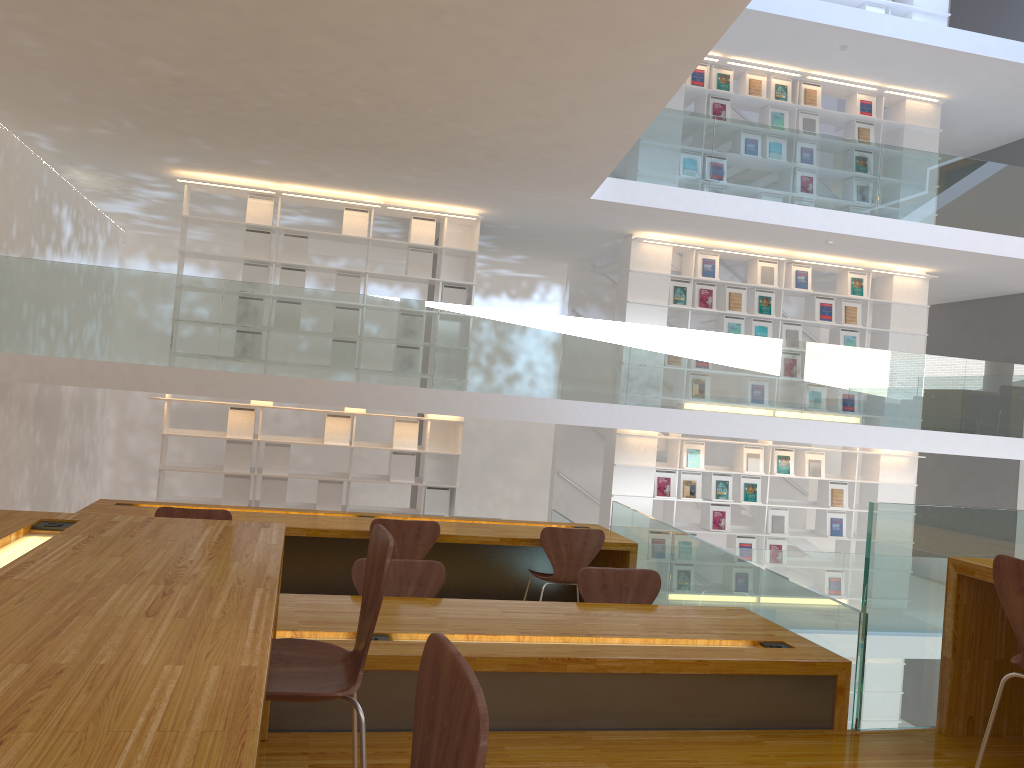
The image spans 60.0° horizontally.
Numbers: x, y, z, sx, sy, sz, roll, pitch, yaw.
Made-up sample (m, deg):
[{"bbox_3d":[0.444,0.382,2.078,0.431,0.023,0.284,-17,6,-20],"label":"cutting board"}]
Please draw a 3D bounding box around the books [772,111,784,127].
[{"bbox_3d":[2.945,-2.905,9.817,0.145,0.210,0.037,5,-1,-13],"label":"books"}]

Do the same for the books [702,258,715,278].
[{"bbox_3d":[2.135,-1.253,9.620,0.145,0.210,0.037,5,-1,-13],"label":"books"}]

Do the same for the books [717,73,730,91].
[{"bbox_3d":[2.306,-3.279,9.668,0.145,0.210,0.037,5,-1,-13],"label":"books"}]

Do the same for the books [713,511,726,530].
[{"bbox_3d":[2.252,1.488,9.640,0.145,0.210,0.037,5,-1,-13],"label":"books"}]

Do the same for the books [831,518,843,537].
[{"bbox_3d":[3.650,1.616,9.965,0.145,0.210,0.037,5,-1,-13],"label":"books"}]

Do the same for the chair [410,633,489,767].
[{"bbox_3d":[-0.259,0.663,0.991,0.381,0.693,0.428,5,-1,-13],"label":"chair"}]

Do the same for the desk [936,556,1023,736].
[{"bbox_3d":[2.591,0.868,1.723,1.527,0.785,3.243,5,-1,-13],"label":"desk"}]

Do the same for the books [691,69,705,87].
[{"bbox_3d":[2.013,-3.306,9.602,0.145,0.210,0.037,5,-1,-13],"label":"books"}]

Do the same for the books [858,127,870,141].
[{"bbox_3d":[3.998,-2.804,10.068,0.145,0.210,0.037,5,-1,-13],"label":"books"}]

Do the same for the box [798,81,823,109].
[{"bbox_3d":[3.333,-3.229,10.019,0.245,0.296,0.274,5,-1,-13],"label":"box"}]

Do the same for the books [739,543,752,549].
[{"bbox_3d":[2.557,1.851,9.710,0.145,0.210,0.037,5,-1,-13],"label":"books"}]

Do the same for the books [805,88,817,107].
[{"bbox_3d":[3.339,-3.192,9.914,0.145,0.210,0.037,5,-1,-13],"label":"books"}]

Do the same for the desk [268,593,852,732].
[{"bbox_3d":[-0.503,1.108,3.004,3.185,0.606,0.760,5,-1,-13],"label":"desk"}]

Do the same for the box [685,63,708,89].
[{"bbox_3d":[1.984,-3.344,9.702,0.245,0.296,0.274,5,-1,-13],"label":"box"}]

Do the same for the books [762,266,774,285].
[{"bbox_3d":[2.822,-1.191,9.781,0.145,0.210,0.037,5,-1,-13],"label":"books"}]

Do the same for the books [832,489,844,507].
[{"bbox_3d":[3.660,1.288,9.972,0.145,0.210,0.037,5,-1,-13],"label":"books"}]

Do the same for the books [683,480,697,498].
[{"bbox_3d":[1.920,1.147,9.572,0.145,0.210,0.037,5,-1,-13],"label":"books"}]

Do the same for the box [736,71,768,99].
[{"bbox_3d":[2.673,-3.287,9.864,0.245,0.296,0.274,5,-1,-13],"label":"box"}]

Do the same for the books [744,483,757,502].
[{"bbox_3d":[2.616,1.196,9.723,0.145,0.210,0.037,5,-1,-13],"label":"books"}]

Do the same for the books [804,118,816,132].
[{"bbox_3d":[3.324,-2.861,9.906,0.145,0.210,0.037,5,-1,-13],"label":"books"}]

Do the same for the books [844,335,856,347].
[{"bbox_3d":[3.820,-0.439,10.014,0.145,0.210,0.037,5,-1,-13],"label":"books"}]

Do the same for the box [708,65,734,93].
[{"bbox_3d":[2.282,-3.321,9.772,0.245,0.296,0.274,5,-1,-13],"label":"box"}]

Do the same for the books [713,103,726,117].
[{"bbox_3d":[2.260,-2.953,9.659,0.145,0.210,0.037,5,-1,-13],"label":"books"}]

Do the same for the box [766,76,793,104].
[{"bbox_3d":[2.971,-3.260,9.934,0.245,0.296,0.274,5,-1,-13],"label":"box"}]

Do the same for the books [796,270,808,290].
[{"bbox_3d":[3.229,-1.157,9.877,0.145,0.210,0.037,5,-1,-13],"label":"books"}]

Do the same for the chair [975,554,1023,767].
[{"bbox_3d":[1.580,0.846,2.421,0.381,0.693,0.428,5,-1,-13],"label":"chair"}]

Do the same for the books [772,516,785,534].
[{"bbox_3d":[2.943,1.563,9.799,0.145,0.210,0.037,5,-1,-13],"label":"books"}]

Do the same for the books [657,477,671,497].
[{"bbox_3d":[1.627,1.106,9.494,0.145,0.210,0.037,5,-1,-13],"label":"books"}]

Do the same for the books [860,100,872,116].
[{"bbox_3d":[4.023,-3.118,10.075,0.145,0.210,0.037,5,-1,-13],"label":"books"}]

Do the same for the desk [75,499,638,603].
[{"bbox_3d":[-0.939,1.290,5.621,3.236,0.918,1.285,5,-1,-13],"label":"desk"}]

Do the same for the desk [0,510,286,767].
[{"bbox_3d":[-0.680,0.665,0.916,0.760,0.606,3.185,5,-1,-13],"label":"desk"}]

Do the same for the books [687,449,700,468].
[{"bbox_3d":[1.960,0.808,9.570,0.145,0.210,0.037,5,-1,-13],"label":"books"}]

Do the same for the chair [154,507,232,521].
[{"bbox_3d":[-1.746,1.001,4.844,0.428,0.693,0.381,5,-1,-13],"label":"chair"}]

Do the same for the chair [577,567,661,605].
[{"bbox_3d":[0.486,1.158,3.738,0.428,0.693,0.381,5,-1,-13],"label":"chair"}]

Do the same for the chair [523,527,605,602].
[{"bbox_3d":[0.291,1.178,5.284,0.428,0.693,0.381,5,-1,-13],"label":"chair"}]

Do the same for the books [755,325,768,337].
[{"bbox_3d":[2.746,-0.535,9.764,0.145,0.210,0.037,5,-1,-13],"label":"books"}]

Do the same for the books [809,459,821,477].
[{"bbox_3d":[3.385,0.953,9.906,0.145,0.210,0.037,5,-1,-13],"label":"books"}]

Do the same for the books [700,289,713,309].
[{"bbox_3d":[2.106,-0.924,9.614,0.145,0.210,0.037,5,-1,-13],"label":"books"}]

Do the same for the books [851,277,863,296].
[{"bbox_3d":[3.909,-1.096,10.037,0.145,0.210,0.037,5,-1,-13],"label":"books"}]

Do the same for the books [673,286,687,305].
[{"bbox_3d":[1.809,-0.945,9.546,0.145,0.210,0.037,5,-1,-13],"label":"books"}]

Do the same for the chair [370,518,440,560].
[{"bbox_3d":[-0.652,1.095,5.062,0.428,0.693,0.381,5,-1,-13],"label":"chair"}]

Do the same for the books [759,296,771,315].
[{"bbox_3d":[2.788,-0.863,9.772,0.145,0.210,0.037,5,-1,-13],"label":"books"}]

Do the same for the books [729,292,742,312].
[{"bbox_3d":[2.442,-0.893,9.694,0.145,0.210,0.037,5,-1,-13],"label":"books"}]

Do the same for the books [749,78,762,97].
[{"bbox_3d":[2.679,-3.250,9.759,0.145,0.210,0.037,5,-1,-13],"label":"books"}]

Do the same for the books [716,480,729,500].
[{"bbox_3d":[2.289,1.157,9.651,0.145,0.210,0.037,5,-1,-13],"label":"books"}]

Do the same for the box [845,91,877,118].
[{"bbox_3d":[4.012,-3.169,10.179,0.245,0.296,0.274,5,-1,-13],"label":"box"}]

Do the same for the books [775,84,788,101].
[{"bbox_3d":[2.985,-3.216,9.831,0.145,0.210,0.037,5,-1,-13],"label":"books"}]

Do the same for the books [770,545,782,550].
[{"bbox_3d":[2.914,1.883,9.794,0.145,0.210,0.037,5,-1,-13],"label":"books"}]

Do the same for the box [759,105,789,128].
[{"bbox_3d":[2.937,-2.933,9.925,0.245,0.296,0.274,5,-1,-13],"label":"box"}]

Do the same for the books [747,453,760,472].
[{"bbox_3d":[2.650,0.868,9.733,0.145,0.210,0.037,5,-1,-13],"label":"books"}]

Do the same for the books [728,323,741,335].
[{"bbox_3d":[2.431,-0.560,9.687,0.145,0.210,0.037,5,-1,-13],"label":"books"}]

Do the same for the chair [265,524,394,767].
[{"bbox_3d":[-0.481,0.666,1.936,0.381,0.693,0.428,5,-1,-13],"label":"chair"}]

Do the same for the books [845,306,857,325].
[{"bbox_3d":[3.831,-0.771,10.021,0.145,0.210,0.037,5,-1,-13],"label":"books"}]

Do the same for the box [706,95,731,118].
[{"bbox_3d":[2.252,-2.993,9.776,0.245,0.296,0.274,5,-1,-13],"label":"box"}]

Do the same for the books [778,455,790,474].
[{"bbox_3d":[3.010,0.900,9.817,0.145,0.210,0.037,5,-1,-13],"label":"books"}]

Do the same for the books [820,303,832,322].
[{"bbox_3d":[3.525,-0.801,9.948,0.145,0.210,0.037,5,-1,-13],"label":"books"}]

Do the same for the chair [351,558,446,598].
[{"bbox_3d":[-0.456,1.075,3.517,0.428,0.693,0.381,5,-1,-13],"label":"chair"}]

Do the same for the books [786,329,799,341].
[{"bbox_3d":[3.114,-0.496,9.847,0.145,0.210,0.037,5,-1,-13],"label":"books"}]
